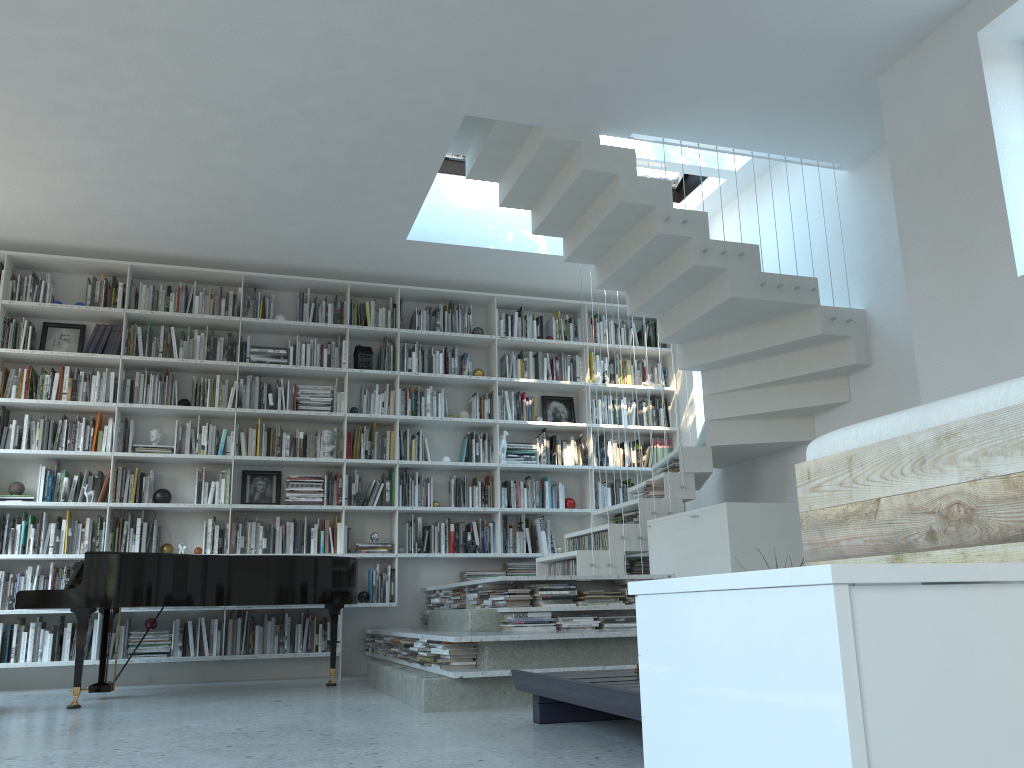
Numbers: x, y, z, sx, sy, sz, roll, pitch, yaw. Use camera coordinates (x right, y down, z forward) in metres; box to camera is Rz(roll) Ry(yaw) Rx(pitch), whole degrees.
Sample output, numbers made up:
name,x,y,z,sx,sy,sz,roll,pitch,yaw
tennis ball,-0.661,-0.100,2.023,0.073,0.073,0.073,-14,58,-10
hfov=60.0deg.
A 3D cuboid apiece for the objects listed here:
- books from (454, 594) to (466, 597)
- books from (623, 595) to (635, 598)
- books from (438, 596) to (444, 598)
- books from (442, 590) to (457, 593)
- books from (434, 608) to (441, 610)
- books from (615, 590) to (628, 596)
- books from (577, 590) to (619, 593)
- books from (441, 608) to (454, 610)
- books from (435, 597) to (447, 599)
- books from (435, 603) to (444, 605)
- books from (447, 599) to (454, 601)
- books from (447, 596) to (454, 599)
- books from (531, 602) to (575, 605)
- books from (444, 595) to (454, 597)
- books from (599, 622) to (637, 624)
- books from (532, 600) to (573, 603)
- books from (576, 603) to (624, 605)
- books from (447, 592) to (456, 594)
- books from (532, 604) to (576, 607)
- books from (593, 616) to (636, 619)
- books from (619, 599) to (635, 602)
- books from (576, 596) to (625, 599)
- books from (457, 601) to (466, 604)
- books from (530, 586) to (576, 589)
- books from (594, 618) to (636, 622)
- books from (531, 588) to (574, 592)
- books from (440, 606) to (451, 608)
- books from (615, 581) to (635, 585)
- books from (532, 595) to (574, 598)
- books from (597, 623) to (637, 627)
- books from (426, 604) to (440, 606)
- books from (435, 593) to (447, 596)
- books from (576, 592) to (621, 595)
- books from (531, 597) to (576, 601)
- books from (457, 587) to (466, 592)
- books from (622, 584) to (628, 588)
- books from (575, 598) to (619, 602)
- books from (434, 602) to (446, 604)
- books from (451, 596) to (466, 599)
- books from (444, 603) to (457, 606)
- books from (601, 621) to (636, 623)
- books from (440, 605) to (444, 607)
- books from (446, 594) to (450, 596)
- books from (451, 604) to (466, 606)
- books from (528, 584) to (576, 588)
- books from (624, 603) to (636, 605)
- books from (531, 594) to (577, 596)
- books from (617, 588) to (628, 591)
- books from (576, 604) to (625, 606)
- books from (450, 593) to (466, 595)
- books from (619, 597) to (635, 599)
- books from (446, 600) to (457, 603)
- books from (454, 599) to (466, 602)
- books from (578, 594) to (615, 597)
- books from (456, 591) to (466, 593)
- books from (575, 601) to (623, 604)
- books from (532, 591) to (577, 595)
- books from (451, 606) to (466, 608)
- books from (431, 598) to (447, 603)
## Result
name,x,y,z,sx,sy,sz,roll,pitch,yaw
books,-0.310,1.492,6.256,0.161,0.012,0.255,2,-15,-13
books,0.794,1.305,5.450,0.268,0.014,0.160,3,-15,-18
books,-0.481,1.632,6.807,0.143,0.012,0.264,2,-15,-12
books,-0.400,1.527,6.530,0.165,0.015,0.243,5,-16,-22
books,-0.484,1.719,6.784,0.173,0.016,0.233,3,-15,-18
books,0.797,1.282,5.447,0.284,0.030,0.177,3,-15,-16
books,0.513,1.254,5.358,0.203,0.011,0.173,5,-16,-22
books,-0.399,1.646,6.500,0.183,0.012,0.297,3,-15,-18
books,-0.486,1.641,6.803,0.171,0.007,0.207,3,-15,-15
books,-0.479,1.686,6.794,0.152,0.009,0.260,4,-15,-20
books,-0.382,1.583,6.521,0.150,0.013,0.216,3,-15,-17
books,-0.385,1.571,6.523,0.144,0.013,0.221,2,-15,-14
books,0.242,1.304,5.277,0.227,0.012,0.149,4,-15,-19
books,-0.393,1.560,6.524,0.167,0.008,0.235,3,-15,-18
books,0.631,1.411,5.234,0.254,0.005,0.161,4,-15,-21
books,0.240,1.294,5.284,0.207,0.012,0.132,4,-15,-21
books,0.514,1.326,5.341,0.287,0.005,0.165,2,-15,-12
books,-0.388,1.541,6.530,0.149,0.013,0.220,2,-15,-14
books,0.246,1.314,5.260,0.216,0.015,0.178,4,-15,-19
books,0.622,1.379,5.240,0.275,0.009,0.177,3,-15,-17
books,0.793,1.329,5.449,0.262,0.016,0.132,5,-16,-22
books,0.516,1.286,5.340,0.273,0.014,0.188,5,-16,-22
books,-0.292,1.541,6.249,0.138,0.017,0.238,3,-15,-18
books,0.242,1.215,5.289,0.228,0.009,0.159,4,-15,-21
books,0.633,1.389,5.231,0.287,0.018,0.190,3,-15,-18
books,0.240,1.230,5.294,0.221,0.018,0.154,3,-15,-16
books,-0.404,1.634,6.501,0.190,0.012,0.235,4,-15,-19
books,0.799,1.223,5.450,0.285,0.013,0.181,5,-16,-22
books,0.243,1.267,5.278,0.210,0.012,0.168,3,-15,-16
books,0.633,1.421,5.226,0.250,0.018,0.178,2,-15,-14
books,-0.577,1.759,7.059,0.175,0.017,0.266,2,-15,-14
books,-0.482,1.618,6.810,0.163,0.018,0.290,3,-15,-18
books,0.511,1.267,5.361,0.246,0.013,0.173,3,-15,-18
books,0.247,1.276,5.265,0.215,0.013,0.189,3,-15,-18
books,-0.303,1.452,6.268,0.139,0.028,0.262,2,-15,-12
books,0.796,1.244,5.456,0.192,0.024,0.168,2,-15,-12
books,0.512,1.304,5.351,0.214,0.015,0.177,3,-15,-16
books,-0.483,1.678,6.795,0.163,0.008,0.295,4,-15,-19
books,-0.313,1.506,6.251,0.179,0.017,0.293,3,-15,-16
books,-0.396,1.618,6.508,0.164,0.023,0.242,2,-15,-13
books,0.625,1.409,5.252,0.273,0.009,0.129,2,-15,-14
books,-0.467,1.701,6.794,0.131,0.021,0.241,3,-15,-15
books,-0.387,1.552,6.527,0.160,0.010,0.180,3,-15,-17
books,-0.313,1.555,6.239,0.178,0.014,0.248,4,-15,-19
books,0.236,1.209,5.311,0.261,0.016,0.129,3,-15,-18
books,0.799,1.346,5.430,0.220,0.011,0.178,4,-15,-19
books,0.242,1.257,5.283,0.260,0.009,0.153,2,-15,-14
books,0.798,1.259,5.445,0.261,0.012,0.180,2,-15,-13
books,0.514,1.332,5.339,0.291,0.007,0.174,2,-15,-14
books,-0.317,1.482,6.256,0.187,0.009,0.261,3,-15,-18
books,0.801,1.311,5.429,0.281,0.008,0.181,2,-15,-12
books,-0.385,1.598,6.516,0.154,0.018,0.221,3,-15,-18
books,-0.304,1.524,6.250,0.159,0.018,0.203,4,-15,-19
books,0.509,1.279,5.364,0.179,0.010,0.160,3,-15,-15
books,-0.292,1.473,6.267,0.128,0.013,0.297,4,-15,-19
books,0.508,1.322,5.362,0.293,0.014,0.134,4,-15,-20
books,0.248,1.240,5.266,0.230,0.015,0.190,2,-15,-12
books,-0.319,1.567,6.234,0.182,0.011,0.254,2,-15,-13
books,-0.497,1.658,6.795,0.189,0.030,0.238,4,-15,-20
